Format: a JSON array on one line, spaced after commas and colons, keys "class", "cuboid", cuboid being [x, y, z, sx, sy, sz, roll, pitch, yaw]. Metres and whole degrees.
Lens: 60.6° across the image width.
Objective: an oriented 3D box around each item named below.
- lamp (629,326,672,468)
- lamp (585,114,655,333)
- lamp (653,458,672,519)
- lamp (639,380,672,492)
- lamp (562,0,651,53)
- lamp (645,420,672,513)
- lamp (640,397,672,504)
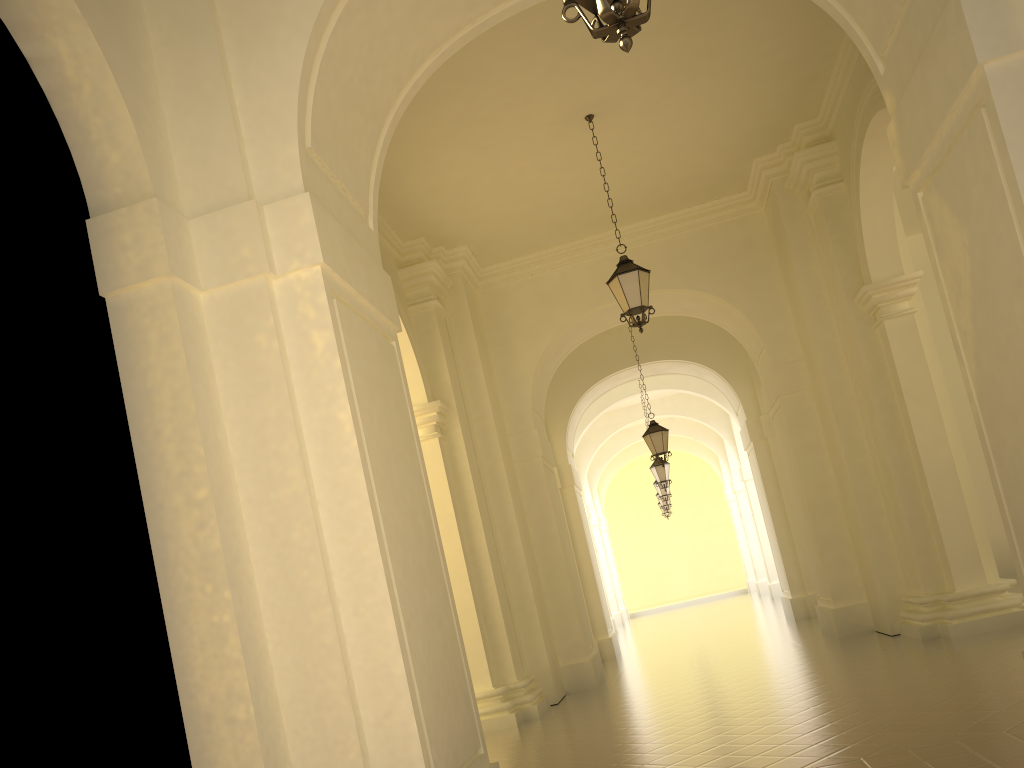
[{"class": "lamp", "cuboid": [2.389, -0.063, 16.007, 0.438, 3.259, 0.523, -11, -6, -22]}, {"class": "lamp", "cuboid": [1.143, -1.777, 9.703, 0.453, 2.526, 0.506, -17, -7, 38]}, {"class": "lamp", "cuboid": [5.376, 3.402, 32.291, 0.513, 3.259, 0.446, -14, -6, 9]}, {"class": "lamp", "cuboid": [3.299, 0.993, 20.968, 0.513, 3.259, 0.446, -14, -6, 9]}, {"class": "lamp", "cuboid": [0.056, -2.768, 3.292, 0.438, 3.259, 0.523, -11, -6, -22]}, {"class": "lamp", "cuboid": [4.690, 2.607, 28.555, 0.513, 3.259, 0.446, -14, -6, 9]}, {"class": "lamp", "cuboid": [4.001, 1.807, 24.796, 0.513, 3.259, 0.446, -14, -6, 9]}]
